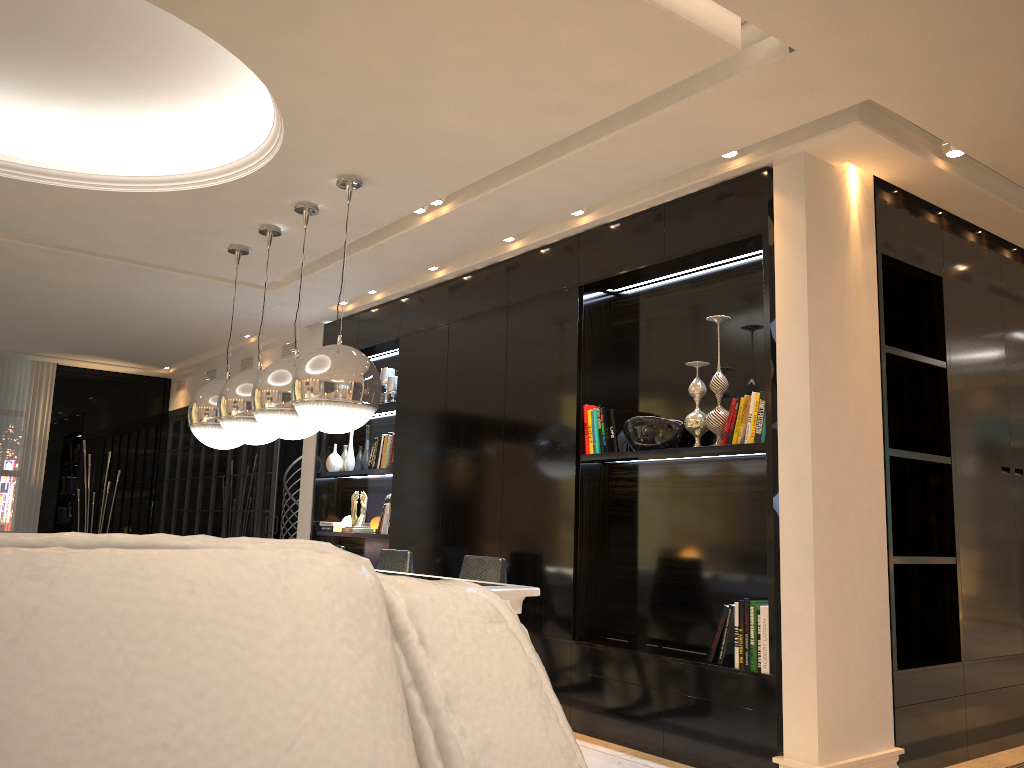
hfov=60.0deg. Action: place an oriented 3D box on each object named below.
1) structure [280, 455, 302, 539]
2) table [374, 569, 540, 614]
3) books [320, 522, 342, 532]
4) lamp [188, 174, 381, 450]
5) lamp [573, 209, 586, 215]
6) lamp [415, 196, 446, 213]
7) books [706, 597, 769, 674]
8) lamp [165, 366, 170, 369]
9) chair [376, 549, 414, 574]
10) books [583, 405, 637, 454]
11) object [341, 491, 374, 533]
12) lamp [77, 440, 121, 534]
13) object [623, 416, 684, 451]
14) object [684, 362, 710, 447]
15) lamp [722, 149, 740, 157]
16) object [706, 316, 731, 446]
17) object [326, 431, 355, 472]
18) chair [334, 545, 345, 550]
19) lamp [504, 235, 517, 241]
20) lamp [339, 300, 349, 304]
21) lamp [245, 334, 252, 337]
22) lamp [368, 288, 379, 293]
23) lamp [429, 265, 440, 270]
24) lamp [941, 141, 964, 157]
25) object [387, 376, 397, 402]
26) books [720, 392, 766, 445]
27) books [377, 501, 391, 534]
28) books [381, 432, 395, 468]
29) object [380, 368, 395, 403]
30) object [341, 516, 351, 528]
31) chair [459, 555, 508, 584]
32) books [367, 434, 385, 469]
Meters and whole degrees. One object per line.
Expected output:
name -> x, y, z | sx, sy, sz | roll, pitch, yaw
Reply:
structure -> -1.937, 0.502, 10.069 | 1.964, 4.134, 3.425 | 9, -12, -37
table -> -1.312, 1.301, 4.386 | 1.293, 0.759, 3.031 | 9, -12, -37
books -> -1.362, 1.124, 6.971 | 0.209, 0.073, 0.266 | 8, -11, -34
lamp -> -1.232, -0.300, 4.704 | 0.408, 1.226, 1.827 | 9, -12, -37
lamp -> 0.346, -0.968, 4.734 | 0.107, 0.127, 0.107 | -4, -11, 33
lamp -> -0.451, -0.996, 4.713 | 0.107, 0.127, 0.271 | 9, -12, -37
books -> 1.036, 1.070, 3.833 | 0.222, 0.296, 0.345 | 9, -12, -37
lamp -> -3.901, -0.238, 9.993 | 0.107, 0.127, 0.107 | -4, -11, 33
chair -> -0.853, 1.345, 4.870 | 0.496, 0.858, 0.523 | 9, -12, -37
books -> 0.526, 0.245, 4.687 | 0.210, 0.270, 0.236 | 9, -12, -38
object -> -1.155, 0.965, 6.671 | 0.177, 0.311, 0.177 | 9, -12, -37
lamp -> -4.514, 1.522, 9.563 | 0.418, 1.801, 0.200 | 9, -12, -37
object -> 0.703, 0.258, 4.426 | 0.193, 0.177, 0.375 | 9, -12, -36
object -> 0.891, 0.108, 4.255 | 0.121, 0.416, 0.121 | 10, -13, -42
lamp -> 0.965, -1.077, 3.951 | 0.107, 0.127, 0.107 | -4, -11, 33
object -> 0.966, -0.008, 4.137 | 0.121, 0.612, 0.121 | 10, -13, -42
object -> -1.364, 0.509, 7.052 | 0.210, 0.395, 0.180 | 8, -11, -34
chair -> -1.350, 1.433, 5.499 | 0.496, 0.858, 0.523 | 9, -12, -37
lamp -> -0.022, -0.903, 5.200 | 0.107, 0.127, 0.107 | -4, -11, 33
lamp -> -1.301, -0.677, 6.818 | 0.107, 0.127, 0.107 | -4, -11, 33
lamp -> -2.441, -0.495, 8.145 | 0.107, 0.127, 0.107 | -4, -11, 33
lamp -> -1.024, -0.726, 6.468 | 0.107, 0.127, 0.107 | -4, -11, 33
lamp -> -0.524, -0.814, 5.834 | 0.107, 0.127, 0.107 | -4, -11, 33
lamp -> 1.936, -1.059, 3.877 | 0.107, 0.127, 0.107 | -4, -11, 33
object -> -0.884, 0.061, 6.623 | 0.104, 0.224, 0.104 | 8, -11, -35
books -> 1.093, 0.160, 3.966 | 0.189, 0.238, 0.290 | 9, -12, -38
books -> -0.824, 0.955, 6.318 | 0.182, 0.232, 0.284 | 8, -11, -34
books -> -0.800, 0.484, 6.388 | 0.212, 0.261, 0.252 | 9, -12, -37
object -> -0.947, 0.036, 6.721 | 0.111, 0.301, 0.111 | 10, -12, -41
object -> -1.245, 1.073, 6.798 | 0.125, 0.125, 0.125 | 1, -9, 2
chair -> -0.329, 1.253, 4.208 | 0.496, 0.858, 0.523 | 9, -12, -37
books -> -0.929, 0.510, 6.550 | 0.207, 0.256, 0.245 | 9, -12, -38
